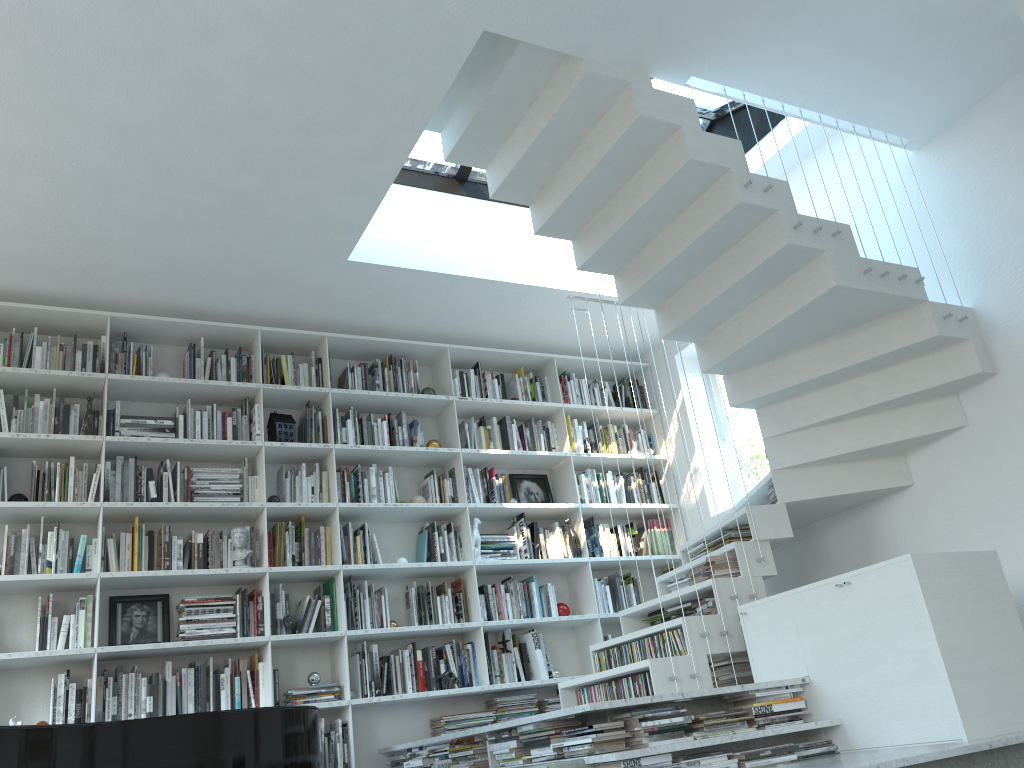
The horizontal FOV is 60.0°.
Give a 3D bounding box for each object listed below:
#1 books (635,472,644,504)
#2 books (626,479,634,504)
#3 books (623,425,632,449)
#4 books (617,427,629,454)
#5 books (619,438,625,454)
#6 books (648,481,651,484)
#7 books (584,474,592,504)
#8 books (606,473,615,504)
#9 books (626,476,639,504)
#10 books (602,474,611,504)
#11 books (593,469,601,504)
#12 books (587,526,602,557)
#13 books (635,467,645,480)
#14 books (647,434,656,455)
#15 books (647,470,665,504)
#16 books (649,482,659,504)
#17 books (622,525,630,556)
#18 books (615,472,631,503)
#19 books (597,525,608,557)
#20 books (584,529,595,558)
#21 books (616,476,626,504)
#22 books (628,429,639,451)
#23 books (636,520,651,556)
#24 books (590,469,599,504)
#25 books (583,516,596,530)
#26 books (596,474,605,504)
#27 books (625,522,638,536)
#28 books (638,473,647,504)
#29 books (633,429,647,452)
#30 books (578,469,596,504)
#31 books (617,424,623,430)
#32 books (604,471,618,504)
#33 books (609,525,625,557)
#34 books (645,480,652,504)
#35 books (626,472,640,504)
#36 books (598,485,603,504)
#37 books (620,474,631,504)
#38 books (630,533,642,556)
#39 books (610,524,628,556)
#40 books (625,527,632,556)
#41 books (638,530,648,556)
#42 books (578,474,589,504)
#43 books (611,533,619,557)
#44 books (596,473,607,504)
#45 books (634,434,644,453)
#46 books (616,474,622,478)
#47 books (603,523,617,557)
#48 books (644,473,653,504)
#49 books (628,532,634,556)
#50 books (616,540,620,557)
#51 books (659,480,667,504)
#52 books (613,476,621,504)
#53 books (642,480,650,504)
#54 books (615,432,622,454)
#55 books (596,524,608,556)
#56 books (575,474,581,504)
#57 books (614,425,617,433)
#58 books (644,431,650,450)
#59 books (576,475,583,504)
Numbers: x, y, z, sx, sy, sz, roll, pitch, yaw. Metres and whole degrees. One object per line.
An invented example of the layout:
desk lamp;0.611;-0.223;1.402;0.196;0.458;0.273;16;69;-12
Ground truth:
books;0.886;0.803;6.481;0.013;0.276;0.188;4;-25;-28
books;0.827;0.826;6.465;0.028;0.236;0.146;4;-25;-28
books;0.833;0.467;6.627;0.023;0.286;0.163;4;-25;-28
books;0.809;0.472;6.597;0.022;0.260;0.161;4;-25;-28
books;0.781;0.514;6.585;0.034;0.182;0.157;4;-25;-28
books;1.009;0.846;6.568;0.024;0.229;0.131;4;-25;-28
books;0.497;0.783;6.269;0.026;0.255;0.174;4;-25;-28
books;0.663;0.791;6.357;0.022;0.261;0.173;4;-25;-28
books;0.855;0.817;6.471;0.025;0.251;0.160;4;-25;-28
books;0.642;0.792;6.347;0.024;0.258;0.157;4;-25;-28
books;0.567;0.772;6.315;0.012;0.291;0.166;4;-25;-28
books;0.554;1.124;6.127;0.022;0.242;0.171;4;-25;-28
books;0.954;0.793;6.550;0.013;0.329;0.140;4;-25;-28
books;1.021;0.506;6.696;0.011;0.215;0.170;4;-25;-28
books;1.043;0.808;6.568;0.042;0.291;0.187;4;-25;-28
books;1.004;0.847;6.521;0.029;0.194;0.192;4;-25;-28
books;0.772;1.145;6.269;0.012;0.253;0.161;4;-25;-28
books;0.801;0.799;6.462;0.024;0.290;0.133;4;-25;-28
books;0.586;1.124;6.144;0.026;0.244;0.181;4;-25;-28
books;0.503;1.135;6.128;0.066;0.235;0.144;4;-25;-28
books;0.757;0.806;6.401;0.045;0.244;0.177;4;-25;-28
books;0.878;0.483;6.640;0.070;0.253;0.155;4;-25;-28
books;0.936;1.134;6.347;0.072;0.290;0.170;4;-25;-28
books;0.547;0.773;6.317;0.022;0.296;0.162;4;-25;-28
books;0.555;1.096;6.165;0.012;0.320;0.142;4;-25;-28
books;0.603;0.789;6.327;0.013;0.259;0.159;4;-25;-28
books;0.846;1.136;6.306;0.026;0.276;0.170;4;-25;-28
books;0.906;0.807;6.487;0.028;0.267;0.174;4;-25;-28
books;0.958;0.491;6.691;0.029;0.257;0.163;4;-25;-28
books;0.519;0.765;6.272;0.014;0.284;0.186;4;-25;-28
books;0.812;0.467;6.629;0.011;0.293;0.151;4;-25;-28
books;0.683;0.785;6.377;0.030;0.282;0.167;4;-25;-28
books;0.720;1.136;6.221;0.022;0.246;0.181;4;-25;-28
books;0.952;0.836;6.508;0.025;0.219;0.178;4;-25;-28
books;0.873;0.800;6.479;0.012;0.282;0.152;4;-25;-28
books;0.586;0.830;6.314;0.027;0.179;0.157;4;-25;-28
books;0.783;0.805;6.425;0.023;0.257;0.184;4;-25;-28
books;0.843;1.168;6.255;0.024;0.180;0.191;4;-25;-28
books;0.737;1.136;6.243;0.029;0.258;0.172;4;-25;-28
books;0.787;1.150;6.279;0.025;0.247;0.134;4;-25;-28
books;0.907;1.167;6.312;0.088;0.216;0.167;4;-25;-28
books;0.471;0.780;6.241;0.023;0.246;0.182;4;-25;-28
books;0.680;1.157;6.181;0.023;0.188;0.170;4;-25;-28
books;0.615;0.789;6.345;0.025;0.269;0.153;4;-25;-28
books;0.922;0.504;6.652;0.023;0.212;0.181;4;-25;-28
books;0.786;0.808;6.454;0.010;0.272;0.130;4;-25;-28
books;0.641;1.121;6.176;0.056;0.260;0.177;4;-25;-28
books;0.972;0.812;6.541;0.013;0.282;0.149;4;-25;-28
books;0.806;1.171;6.283;0.014;0.206;0.138;4;-25;-28
books;0.694;1.169;6.210;0.030;0.183;0.137;4;-25;-28
books;1.075;0.844;6.571;0.021;0.218;0.184;4;-25;-28
books;0.722;0.808;6.406;0.012;0.253;0.161;4;-25;-28
books;0.934;0.834;6.488;0.025;0.210;0.189;4;-25;-28
books;0.748;0.487;6.548;0.013;0.212;0.187;4;-25;-28
books;0.601;1.122;6.168;0.022;0.264;0.157;4;-25;-28
books;0.425;0.780;6.234;0.012;0.253;0.161;4;-25;-28
books;0.748;0.467;6.590;0.024;0.280;0.154;4;-25;-28
books;0.989;0.498;6.704;0.040;0.245;0.160;4;-25;-28
books;0.436;0.788;6.252;0.026;0.249;0.161;4;-25;-28
